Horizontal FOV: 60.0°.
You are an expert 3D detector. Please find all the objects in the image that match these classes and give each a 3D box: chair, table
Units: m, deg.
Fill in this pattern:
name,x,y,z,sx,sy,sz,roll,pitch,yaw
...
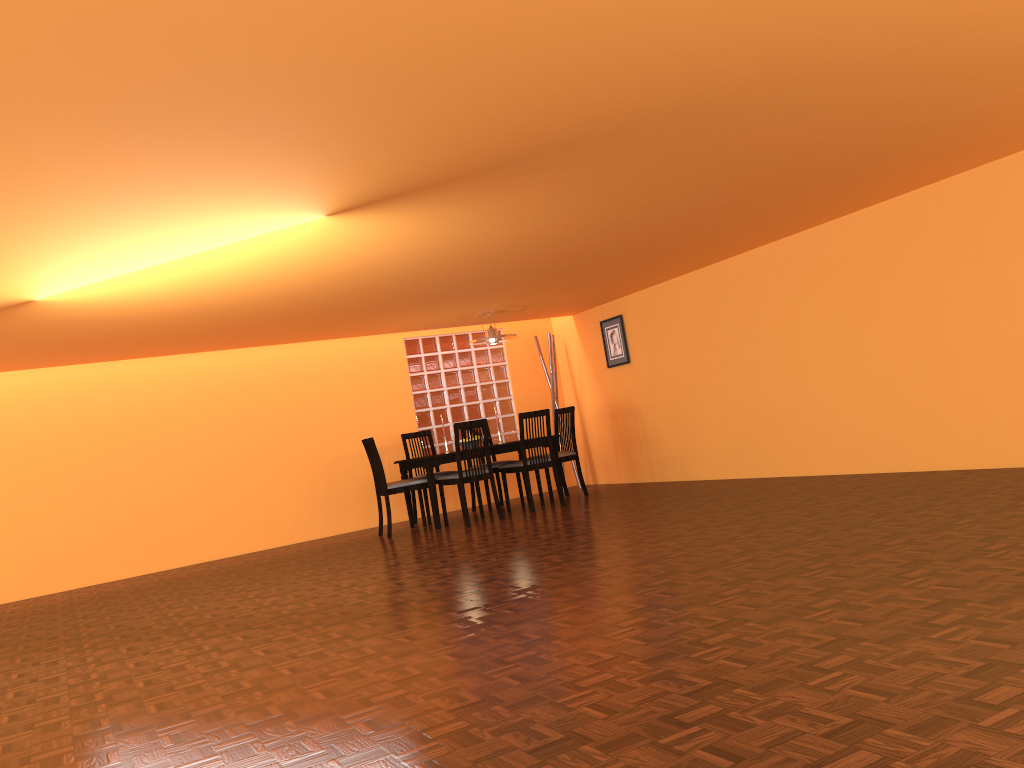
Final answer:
name,x,y,z,sx,sy,sz,roll,pitch,yaw
chair,-0.355,0.710,7.076,0.373,0.809,0.465,-8,-3,-28
chair,-0.199,0.734,8.023,0.373,0.809,0.465,-8,-3,-28
table,-0.251,0.830,7.514,1.259,0.584,0.697,-8,-3,-28
chair,-0.704,0.803,7.752,0.373,0.809,0.465,-8,-3,-28
chair,0.149,0.641,7.347,0.373,0.809,0.465,-8,-3,-28
chair,0.368,0.633,7.884,0.465,0.809,0.373,-7,-4,-33
chair,-0.915,0.809,7.205,0.465,0.809,0.373,-8,-3,-23

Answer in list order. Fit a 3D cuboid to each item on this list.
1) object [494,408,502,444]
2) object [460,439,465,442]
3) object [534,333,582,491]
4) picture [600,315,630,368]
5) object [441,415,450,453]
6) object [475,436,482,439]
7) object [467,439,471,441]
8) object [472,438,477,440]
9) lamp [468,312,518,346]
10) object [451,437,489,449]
name,x,y,z,sx,sy,sz,roll,pitch,yaw
object,-0.123,0.355,7.663,0.044,0.326,0.044,-7,-4,-39
object,-0.408,0.484,7.447,0.055,0.046,0.046,-6,-4,-45
object,0.461,0.278,8.886,0.226,1.589,0.308,-9,-3,-6
picture,0.962,-0.394,8.315,0.014,0.456,0.361,-8,-3,-28
object,-0.558,0.410,7.335,0.044,0.326,0.044,-7,-4,-39
object,-0.290,0.470,7.561,0.069,0.066,0.069,-8,-3,-18
object,-0.357,0.487,7.448,0.055,0.046,0.046,-11,-3,25
object,-0.306,0.482,7.483,0.055,0.070,0.066,-12,-4,43
lamp,-0.182,-0.483,7.731,0.435,0.274,0.435,-9,-3,-6
object,-0.346,0.513,7.523,0.337,0.072,0.337,-11,-3,28
